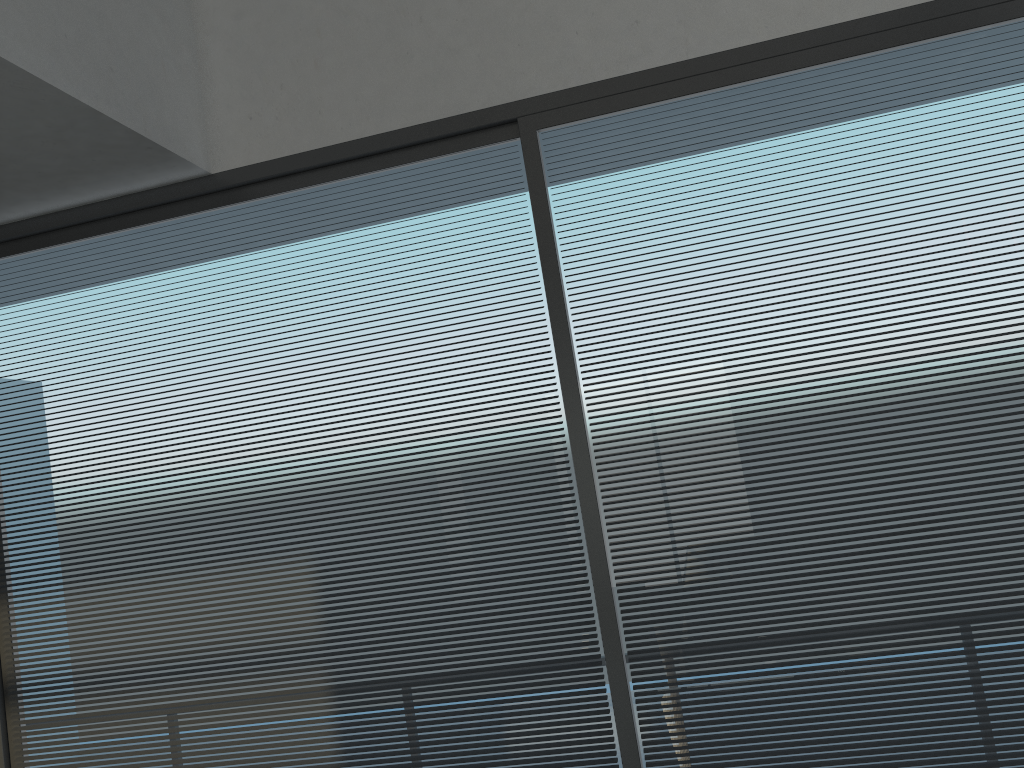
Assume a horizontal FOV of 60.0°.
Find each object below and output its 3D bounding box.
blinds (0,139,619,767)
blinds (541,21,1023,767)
[{"bbox_3d":[-0.695,0.694,2.620,1.874,2.537,0.018,-10,-6,11],"label":"blinds"},{"bbox_3d":[1.185,0.361,2.247,1.874,2.537,0.018,-10,-6,11],"label":"blinds"}]
